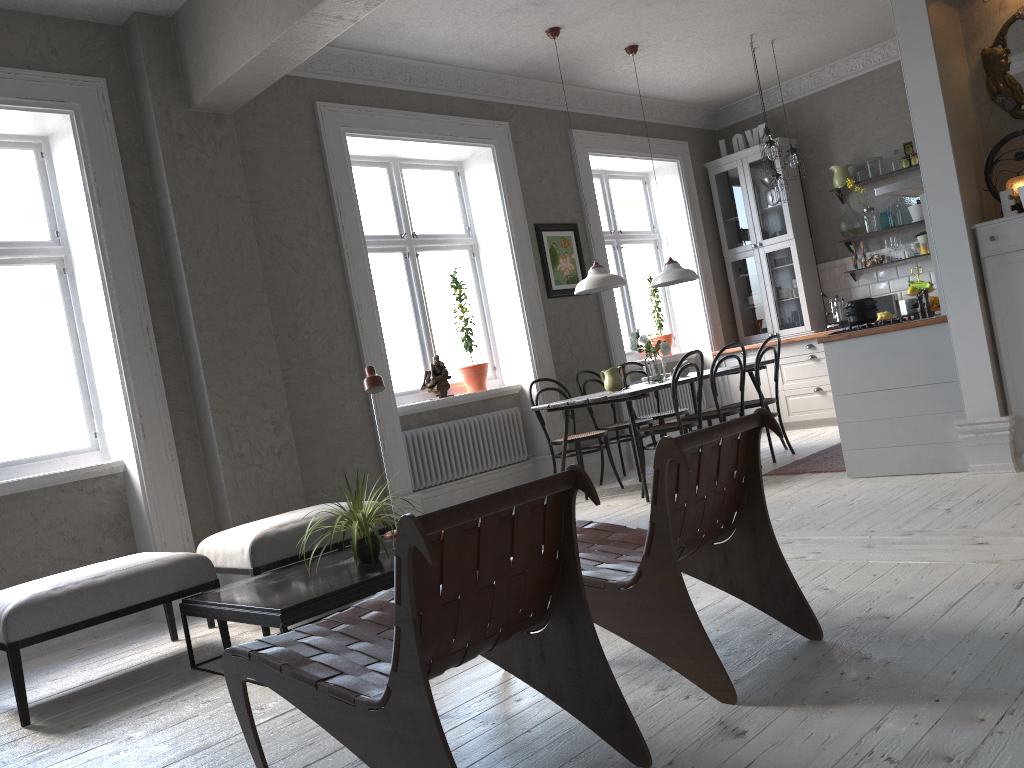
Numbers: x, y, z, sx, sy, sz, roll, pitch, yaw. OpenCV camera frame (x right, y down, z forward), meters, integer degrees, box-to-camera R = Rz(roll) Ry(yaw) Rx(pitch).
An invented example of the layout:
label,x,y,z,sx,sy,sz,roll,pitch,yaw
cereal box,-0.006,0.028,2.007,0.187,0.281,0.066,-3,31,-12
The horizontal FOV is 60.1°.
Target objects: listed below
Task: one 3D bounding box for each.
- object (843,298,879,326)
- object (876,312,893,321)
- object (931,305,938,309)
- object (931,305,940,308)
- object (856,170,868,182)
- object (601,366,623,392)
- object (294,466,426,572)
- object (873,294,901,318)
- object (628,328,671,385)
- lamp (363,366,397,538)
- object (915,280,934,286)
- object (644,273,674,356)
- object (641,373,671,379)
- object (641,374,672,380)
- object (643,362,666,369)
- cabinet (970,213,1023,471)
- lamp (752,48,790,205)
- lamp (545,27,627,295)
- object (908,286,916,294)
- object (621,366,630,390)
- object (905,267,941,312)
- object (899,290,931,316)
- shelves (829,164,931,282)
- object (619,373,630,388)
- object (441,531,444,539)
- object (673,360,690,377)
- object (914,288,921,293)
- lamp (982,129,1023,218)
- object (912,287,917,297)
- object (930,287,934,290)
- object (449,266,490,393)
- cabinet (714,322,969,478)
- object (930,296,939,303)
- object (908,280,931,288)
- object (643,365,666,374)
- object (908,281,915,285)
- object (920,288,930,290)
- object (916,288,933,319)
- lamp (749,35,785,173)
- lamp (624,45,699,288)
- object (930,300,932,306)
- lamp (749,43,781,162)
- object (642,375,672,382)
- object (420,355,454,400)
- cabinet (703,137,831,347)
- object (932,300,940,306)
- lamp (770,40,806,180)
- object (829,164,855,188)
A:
label,x,y,z,sx,sy,sz,roll,pitch,yaw
object,2.095,-0.434,5.307,0.187,0.147,0.196,-10,0,25
object,3.314,-0.603,7.947,0.193,0.083,0.193,-11,0,-44
object,3.677,-0.665,7.734,0.068,0.051,0.090,-11,0,3
object,3.751,-0.688,7.834,0.054,0.044,0.216,-11,0,-6
object,3.269,-1.930,8.262,0.101,0.111,0.105,-10,1,45
object,0.716,-0.030,6.357,0.149,0.170,0.136,-11,0,6
object,-0.617,0.550,3.760,0.674,0.420,0.719,-11,0,-27
object,3.379,-0.688,8.160,0.090,0.226,0.344,-11,1,-45
object,1.002,-0.208,6.336,0.305,0.414,0.257,-10,1,44
lamp,-0.628,0.331,4.296,0.139,0.839,0.250,-11,1,-9
object,3.668,-0.886,7.844,0.089,0.096,0.178,-11,0,-24
object,1.419,-0.675,8.667,0.263,0.813,0.257,-11,1,-17
object,1.127,-0.053,6.901,0.241,0.027,0.234,-11,0,-22
object,1.129,-0.045,6.901,0.235,0.027,0.239,-10,0,13
object,1.116,-0.108,6.900,0.176,0.094,0.183,-10,0,36
cabinet,2.836,-0.248,4.480,0.392,1.297,0.652,-11,1,-45
lamp,2.104,-2.377,7.429,0.145,1.735,0.148,-10,1,12
lamp,0.456,-1.573,6.223,0.381,1.859,0.377,-11,1,-7
object,3.532,-0.828,7.827,0.080,0.069,0.058,-11,0,-26
object,0.813,-0.047,6.379,0.060,0.167,0.058,-11,1,-31
object,3.617,-0.830,7.844,0.345,0.425,0.358,-10,0,30
object,2.441,-0.490,5.284,0.176,0.134,0.301,-11,0,-10
shelves,3.610,-1.474,8.008,0.233,0.923,1.288,-11,1,-45
object,0.841,-0.025,6.859,0.137,0.112,0.142,-10,0,28
object,-0.297,0.666,3.843,0.057,0.058,0.056,-11,0,-20
object,1.299,-0.114,6.780,0.130,0.119,0.122,-11,0,-29
object,3.575,-0.813,7.809,0.062,0.061,0.068,-10,1,45
lamp,2.691,-1.045,4.608,0.175,0.558,0.440,-11,1,-37
object,3.579,-0.820,7.892,0.094,0.078,0.103,-10,0,32
object,3.686,-0.834,7.789,0.050,0.050,0.051,-11,0,-35
object,-0.360,-0.428,6.872,0.271,0.991,0.269,-11,1,-6
cabinet,2.957,-0.056,6.829,1.986,0.854,4.199,-11,0,2
object,3.718,-0.748,7.794,0.124,0.056,0.061,-10,0,37
object,3.598,-0.884,7.815,0.068,0.101,0.206,-11,0,-38
object,1.120,-0.088,6.900,0.176,0.094,0.183,-10,0,36
object,3.552,-0.897,7.864,0.072,0.058,0.051,-10,0,22
object,3.638,-0.823,7.795,0.074,0.062,0.102,-10,0,18
object,2.312,-0.451,4.969,0.036,0.167,0.071,-11,1,-45
lamp,1.950,-2.560,7.085,0.146,1.735,0.147,-11,1,2
lamp,1.094,-1.694,6.866,0.387,1.859,0.371,-11,1,-37
object,3.641,-0.705,7.774,0.089,0.078,0.088,-11,0,-18
lamp,1.974,-2.698,7.264,0.144,1.735,0.149,-10,1,32
object,1.130,-0.036,6.901,0.241,0.027,0.233,-11,0,-27
object,-0.577,-0.051,6.592,0.242,0.329,0.117,-11,1,-43
cabinet,2.554,-1.373,8.873,0.396,1.921,0.861,-11,1,-45
object,3.732,-0.744,7.769,0.127,0.120,0.060,-11,1,-22
lamp,2.191,-2.555,7.303,0.144,1.735,0.149,-10,1,32
object,3.110,-1.955,8.331,0.176,0.216,0.187,-11,0,-31
